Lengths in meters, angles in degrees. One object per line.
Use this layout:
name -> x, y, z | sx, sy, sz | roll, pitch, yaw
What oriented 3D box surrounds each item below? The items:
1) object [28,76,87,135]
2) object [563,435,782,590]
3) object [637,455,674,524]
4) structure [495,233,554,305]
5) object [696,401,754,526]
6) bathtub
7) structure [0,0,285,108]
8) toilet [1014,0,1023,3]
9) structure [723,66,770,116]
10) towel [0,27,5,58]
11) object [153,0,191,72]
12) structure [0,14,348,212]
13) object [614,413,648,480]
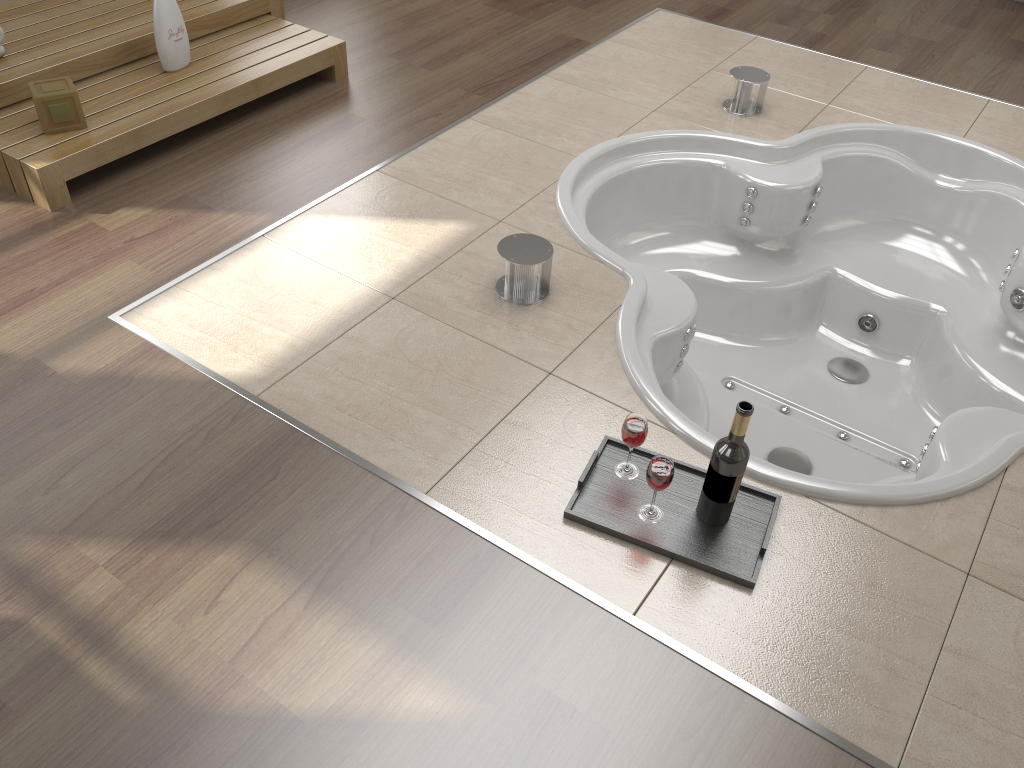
object -> -1.374, -0.843, 2.683 | 0.120, 0.120, 0.120 | -20, 47, -24
object -> 0.340, 0.250, 1.854 | 0.400, 0.040, 0.250 | 19, 44, 16
object -> 0.292, 0.212, 1.793 | 0.055, 0.153, 0.055 | 21, 45, 18
structure -> 0.032, -0.309, 2.389 | 0.150, 0.131, 0.150 | 30, 48, 26
object -> 0.428, 0.155, 1.752 | 0.070, 0.307, 0.070 | 3, 42, -1
bathtub -> 1.055, -0.115, 2.821 | 1.751, 0.674, 1.754 | -5, 42, -10
structure -> -1.573, -1.212, 3.216 | 0.620, 0.220, 1.450 | 26, 46, 23
toilet -> 2.615, -2.112, 4.406 | 0.337, 0.388, 0.519 | 26, 46, 23
structure -> 0.881, -1.102, 3.338 | 0.150, 0.131, 0.150 | 2, 42, -2
towel -> -1.855, -1.075, 2.788 | 0.399, 0.119, 0.280 | 12, 42, 9
object -> -1.152, -1.200, 2.981 | 0.063, 0.276, 0.134 | 21, 44, 18
structure -> -1.243, -1.022, 3.087 | 0.620, 0.140, 1.280 | 26, 46, 23
object -> 0.254, 0.132, 1.880 | 0.055, 0.153, 0.055 | 21, 45, 18
